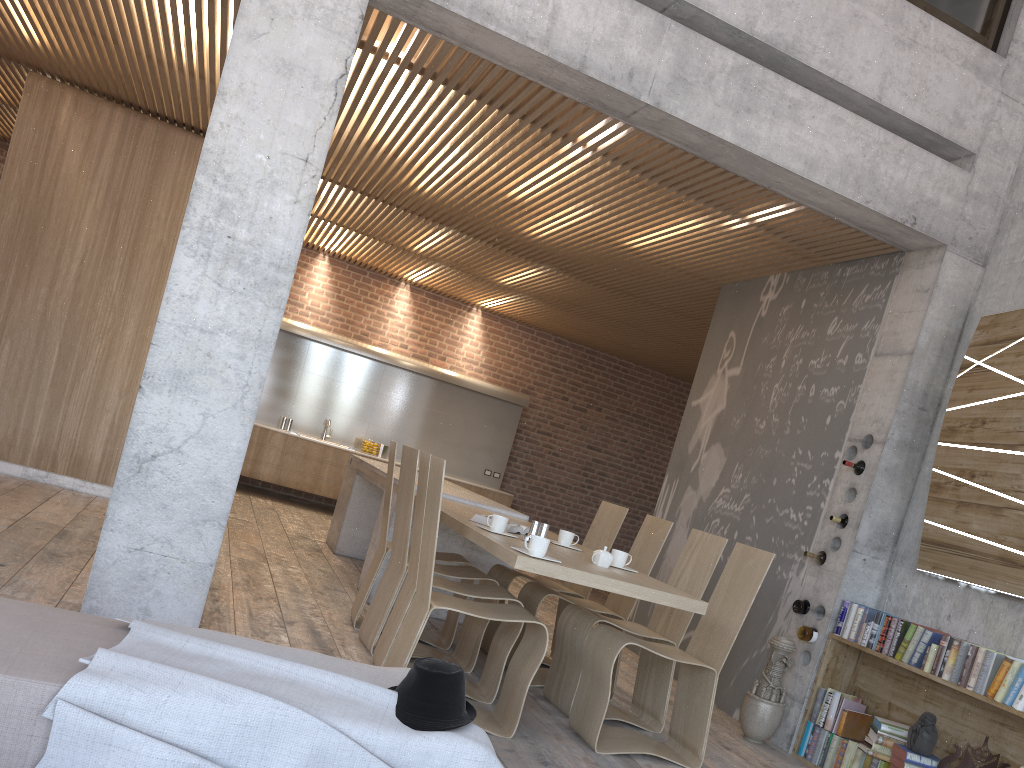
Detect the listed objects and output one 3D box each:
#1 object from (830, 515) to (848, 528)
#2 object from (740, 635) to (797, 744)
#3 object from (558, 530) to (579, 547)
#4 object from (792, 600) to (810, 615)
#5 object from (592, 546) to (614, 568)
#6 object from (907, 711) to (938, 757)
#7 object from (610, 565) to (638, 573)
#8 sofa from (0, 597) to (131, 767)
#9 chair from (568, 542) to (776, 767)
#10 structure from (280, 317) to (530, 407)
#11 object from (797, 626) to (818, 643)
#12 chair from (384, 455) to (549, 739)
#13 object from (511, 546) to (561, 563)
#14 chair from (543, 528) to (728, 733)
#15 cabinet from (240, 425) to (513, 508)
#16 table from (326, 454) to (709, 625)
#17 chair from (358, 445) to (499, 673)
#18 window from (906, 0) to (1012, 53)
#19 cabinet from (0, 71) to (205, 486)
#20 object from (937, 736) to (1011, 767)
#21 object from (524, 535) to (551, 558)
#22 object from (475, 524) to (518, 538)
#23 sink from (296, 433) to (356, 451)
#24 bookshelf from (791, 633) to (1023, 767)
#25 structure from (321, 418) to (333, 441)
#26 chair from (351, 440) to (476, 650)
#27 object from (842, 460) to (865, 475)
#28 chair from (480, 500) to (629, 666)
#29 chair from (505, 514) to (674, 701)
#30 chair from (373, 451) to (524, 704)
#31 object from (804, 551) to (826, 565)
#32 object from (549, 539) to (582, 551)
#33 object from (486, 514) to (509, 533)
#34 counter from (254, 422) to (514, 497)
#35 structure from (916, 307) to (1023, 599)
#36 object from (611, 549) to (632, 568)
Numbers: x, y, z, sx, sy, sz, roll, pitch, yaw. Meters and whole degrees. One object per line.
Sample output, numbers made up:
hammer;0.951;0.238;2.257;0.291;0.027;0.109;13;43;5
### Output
object;2.161;0.891;5.565;0.351;0.094;0.092;18;-1;-20
object;1.625;1.934;5.548;0.244;0.685;0.275;18;2;34
object;0.321;0.909;5.135;0.091;0.088;0.119;15;-2;45
object;1.993;1.486;5.730;0.339;0.091;0.089;18;-1;-20
object;0.465;0.882;4.480;0.125;0.112;0.087;17;0;-28
object;2.193;1.855;4.669;0.137;0.230;0.143;16;1;-22
object;0.567;0.983;4.728;0.187;0.014;0.183;18;-5;-16
sofa;-1.300;0.644;1.587;3.050;0.787;2.965;18;-5;-19
chair;0.804;1.340;4.568;0.731;1.199;0.343;16;2;-19
structure;-1.635;-0.346;11.647;4.132;0.157;0.205;18;-3;-20
object;1.968;1.609;5.560;0.342;0.095;0.094;18;-1;-20
chair;-0.177;1.021;4.198;0.730;1.199;0.343;16;2;-16
object;0.108;0.782;3.999;0.189;0.014;0.182;19;-6;-32
chair;0.689;1.352;5.060;0.733;1.199;0.342;16;2;-24
cabinet;-1.892;0.560;11.688;4.170;2.082;1.059;17;1;-20
table;-0.455;1.293;6.446;1.024;0.921;5.131;17;-5;-18
chair;-0.423;1.040;5.175;0.732;1.199;0.342;16;2;-22
window;-0.828;-3.469;3.867;8.549;0.612;0.111;18;2;-20
cabinet;-4.189;-0.803;9.102;1.537;3.133;3.709;16;-1;-18
object;2.336;2.059;4.465;0.337;0.571;0.199;17;2;31
object;0.114;0.739;3.984;0.092;0.088;0.119;16;-2;25
object;-0.084;0.791;4.695;0.189;0.014;0.182;19;-6;-32
sink;-2.426;0.834;11.300;0.739;0.192;0.517;18;-4;-19
bookshelf;2.830;1.982;3.010;0.307;0.801;5.264;15;-4;-18
structure;-2.421;0.687;11.500;0.116;0.477;0.244;15;2;-18
chair;-0.577;1.040;5.652;0.729;1.199;0.343;16;2;-14
object;2.225;0.538;5.532;0.339;0.091;0.089;18;-1;-20
chair;0.242;1.307;5.961;0.733;1.199;0.342;16;2;-25
chair;0.456;1.326;5.507;0.731;1.199;0.343;16;2;-19
chair;-0.279;1.038;4.695;0.729;1.199;0.343;16;2;-14
object;2.024;1.131;5.653;0.342;0.095;0.094;18;-1;-20
object;0.307;0.945;5.129;0.186;0.014;0.185;17;-5;-6
object;-0.077;0.748;4.680;0.092;0.088;0.119;16;-2;25
counter;-1.928;0.918;11.510;4.132;0.020;0.645;18;-5;-20
structure;3.065;0.349;3.553;0.363;1.533;3.374;15;-3;-18
object;0.579;0.947;4.734;0.091;0.088;0.119;15;-2;36
